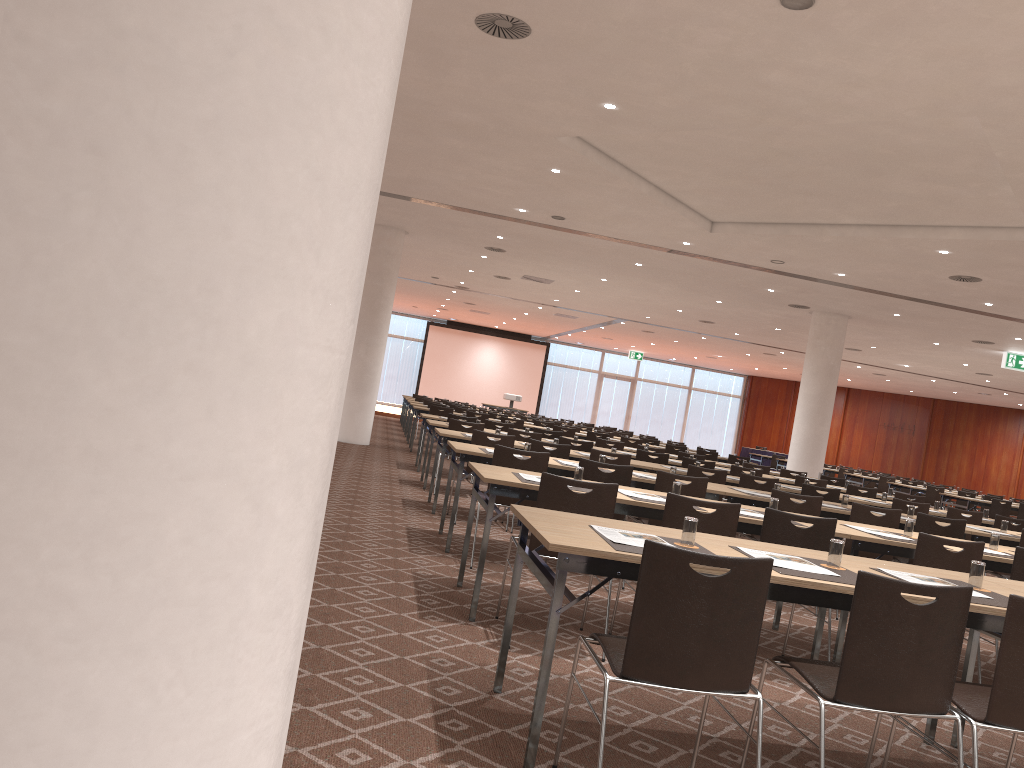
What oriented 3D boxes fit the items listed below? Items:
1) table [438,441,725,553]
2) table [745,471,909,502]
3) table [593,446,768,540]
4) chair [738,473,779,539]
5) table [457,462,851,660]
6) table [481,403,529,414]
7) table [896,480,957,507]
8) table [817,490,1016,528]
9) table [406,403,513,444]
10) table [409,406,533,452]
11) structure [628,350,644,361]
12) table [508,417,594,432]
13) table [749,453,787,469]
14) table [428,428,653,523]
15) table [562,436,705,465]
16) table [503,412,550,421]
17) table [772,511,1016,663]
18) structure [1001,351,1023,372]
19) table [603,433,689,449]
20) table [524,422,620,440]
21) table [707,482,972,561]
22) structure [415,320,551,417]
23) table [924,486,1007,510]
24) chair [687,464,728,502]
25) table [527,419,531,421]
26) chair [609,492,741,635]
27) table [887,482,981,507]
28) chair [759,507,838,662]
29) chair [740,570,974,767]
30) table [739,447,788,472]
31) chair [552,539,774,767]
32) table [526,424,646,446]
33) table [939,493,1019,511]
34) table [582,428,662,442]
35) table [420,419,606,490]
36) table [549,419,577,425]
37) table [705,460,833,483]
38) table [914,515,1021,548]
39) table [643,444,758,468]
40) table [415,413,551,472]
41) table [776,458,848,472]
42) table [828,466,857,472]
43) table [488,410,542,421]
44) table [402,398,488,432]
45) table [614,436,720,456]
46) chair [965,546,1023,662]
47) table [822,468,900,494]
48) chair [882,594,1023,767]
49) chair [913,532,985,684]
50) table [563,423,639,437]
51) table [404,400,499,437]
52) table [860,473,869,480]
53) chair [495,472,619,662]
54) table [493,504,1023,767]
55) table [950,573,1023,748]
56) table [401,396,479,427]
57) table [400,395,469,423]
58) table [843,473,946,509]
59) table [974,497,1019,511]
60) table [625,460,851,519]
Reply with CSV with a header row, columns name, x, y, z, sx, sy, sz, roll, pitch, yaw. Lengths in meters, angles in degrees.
name,x,y,z,sx,sy,sz,roll,pitch,yaw
table,0.525,1.112,7.662,2.268,0.833,0.953,10,-1,-8
table,4.381,1.837,12.276,2.268,0.833,0.953,10,-1,-8
table,2.167,1.457,11.948,2.268,0.833,0.953,10,-1,-8
chair,2.481,1.416,9.410,0.536,0.939,0.613,10,0,-10
table,0.812,1.129,5.683,2.268,0.833,0.953,10,-1,-8
table,-0.315,1.201,30.518,1.540,0.832,0.953,10,-1,-8
table,11.617,3.262,24.971,2.268,0.833,0.953,10,-1,-8
table,4.667,1.855,10.297,2.268,0.833,0.953,10,-1,-8
table,-1.122,1.009,19.041,2.268,0.833,0.953,10,-1,-8
table,-0.836,1.027,17.062,2.268,0.833,0.953,10,-1,-8
structure,5.026,-1.147,35.979,0.587,0.346,0.105,10,0,-8
table,0.805,1.372,21.348,2.268,0.833,0.953,10,-1,-8
table,8.830,2.846,28.601,2.268,0.833,0.953,10,-1,-8
table,0.239,1.094,9.641,2.268,0.833,0.953,10,-1,-8
table,1.880,1.439,13.927,2.268,0.833,0.953,10,-1,-8
table,-0.055,1.319,27.285,2.268,0.833,0.953,10,-1,-8
table,3.026,1.510,6.011,2.268,0.833,0.953,10,-1,-8
structure,10.624,-0.467,18.677,0.587,0.346,0.105,10,0,-8
table,3.020,1.753,21.676,2.268,0.833,0.953,10,-1,-8
table,1.092,1.390,19.369,2.268,0.833,0.953,10,-1,-8
table,2.740,1.492,7.990,2.268,0.833,0.953,10,-1,-8
structure,-1.203,-0.590,36.547,5.159,3.525,0.395,10,0,-8
table,11.904,3.280,22.992,2.268,0.833,0.953,10,-1,-8
chair,1.911,1.318,9.283,0.536,0.939,0.613,10,0,-11
table,0.519,1.354,23.327,2.268,0.833,0.953,10,-1,-8
chair,0.962,1.091,5.064,0.536,0.939,0.613,10,0,-9
table,9.976,2.917,20.685,2.268,0.833,0.953,10,-1,-8
chair,1.544,1.192,5.185,0.536,0.939,0.613,10,0,-7
chair,1.242,1.108,3.119,0.536,0.939,0.613,10,0,-11
table,9.138,2.825,31.901,1.713,0.832,1.041,10,-1,-8
chair,0.528,0.985,2.978,0.536,0.939,0.613,10,0,-8
table,1.378,1.408,17.390,2.268,0.833,0.953,10,-1,-8
table,10.263,2.935,18.706,2.268,0.833,0.953,10,-1,-8
table,2.733,1.735,23.655,2.268,0.833,0.953,10,-1,-8
table,-0.048,1.076,11.620,2.268,0.833,0.953,10,-1,-8
table,2.160,1.699,27.613,2.268,0.833,0.953,10,-1,-8
table,4.094,1.819,14.255,2.268,0.833,0.953,10,-1,-8
table,4.954,1.873,8.318,2.268,0.833,0.953,10,-1,-8
table,3.593,1.788,17.718,2.268,0.833,0.953,10,-1,-8
table,-0.334,1.058,13.599,2.268,0.833,0.953,10,-1,-8
table,9.116,2.863,26.622,2.268,0.833,0.953,10,-1,-8
table,11.044,3.226,28.929,2.268,0.833,0.953,10,-1,-8
table,0.232,1.336,25.306,2.268,0.833,0.953,10,-1,-8
table,-1.696,0.974,22.999,2.268,0.833,0.953,10,-1,-8
table,3.306,1.770,19.697,2.268,0.833,0.953,10,-1,-8
chair,3.111,1.462,5.460,0.536,0.939,0.613,10,0,-7
table,9.403,2.881,24.643,2.268,0.833,0.953,10,-1,-8
chair,1.776,1.200,3.163,0.536,0.939,0.613,10,0,-9
chair,2.437,1.345,5.282,0.536,0.939,0.613,10,0,-11
table,2.446,1.717,25.634,2.268,0.833,0.953,10,-1,-8
table,-1.409,0.991,21.020,2.268,0.833,0.953,10,-1,-8
table,11.331,3.244,26.950,2.268,0.833,0.953,10,-1,-8
chair,0.276,0.974,4.998,0.536,0.939,0.613,10,0,-7
table,1.099,1.147,3.704,2.268,0.833,0.953,10,-1,-8
table,3.313,1.528,4.032,2.268,0.833,0.953,10,-1,-8
table,-1.982,0.956,24.978,2.268,0.833,0.953,10,-1,-8
table,-2.269,0.938,26.957,2.268,0.833,0.953,10,-1,-8
table,9.689,2.899,22.664,2.268,0.833,0.953,10,-1,-8
table,12.190,3.297,21.013,2.268,0.833,0.953,10,-1,-8
table,2.453,1.474,9.969,2.268,0.833,0.953,10,-1,-8
